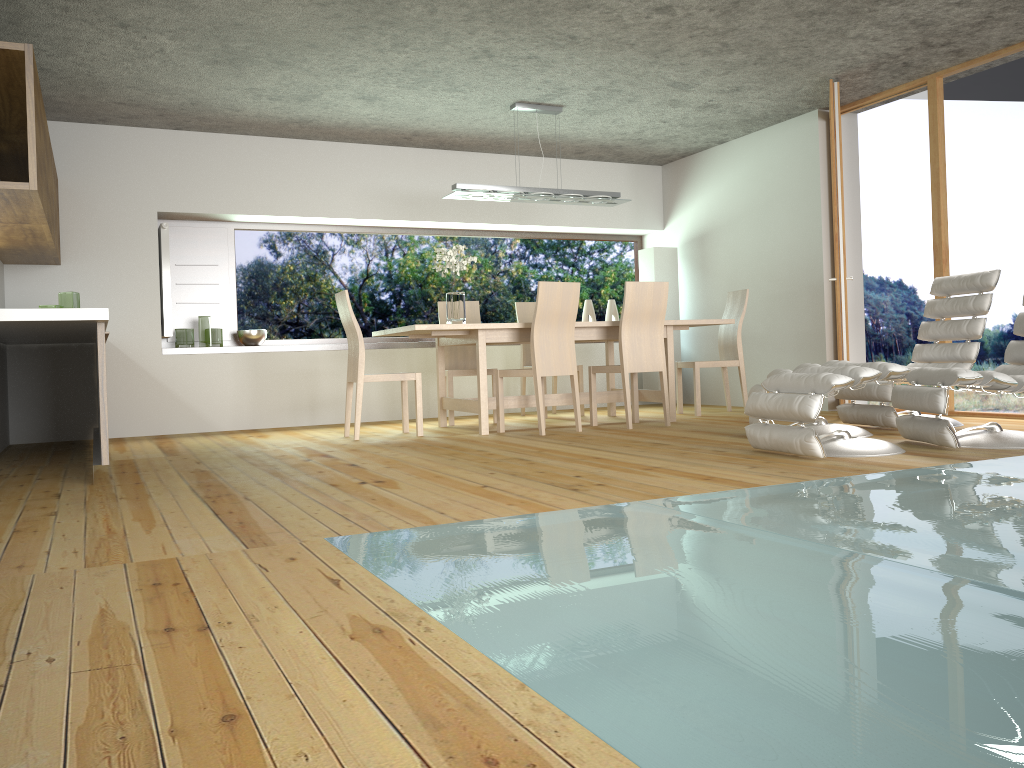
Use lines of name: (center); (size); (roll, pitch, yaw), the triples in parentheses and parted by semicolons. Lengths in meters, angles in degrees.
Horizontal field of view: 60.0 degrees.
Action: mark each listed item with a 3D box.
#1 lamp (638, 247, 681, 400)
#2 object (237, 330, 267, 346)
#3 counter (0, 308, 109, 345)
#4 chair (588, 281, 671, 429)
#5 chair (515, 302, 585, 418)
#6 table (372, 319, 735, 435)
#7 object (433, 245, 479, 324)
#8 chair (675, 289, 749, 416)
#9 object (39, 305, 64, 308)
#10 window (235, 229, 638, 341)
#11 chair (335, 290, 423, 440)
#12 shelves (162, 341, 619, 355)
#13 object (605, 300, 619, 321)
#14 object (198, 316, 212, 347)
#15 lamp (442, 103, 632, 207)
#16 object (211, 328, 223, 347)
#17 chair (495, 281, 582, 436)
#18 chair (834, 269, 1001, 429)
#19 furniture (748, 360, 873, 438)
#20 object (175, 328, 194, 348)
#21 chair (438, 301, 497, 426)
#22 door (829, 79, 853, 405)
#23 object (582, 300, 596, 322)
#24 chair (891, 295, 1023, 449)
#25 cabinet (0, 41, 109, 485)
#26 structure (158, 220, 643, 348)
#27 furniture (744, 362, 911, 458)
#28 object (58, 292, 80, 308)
lamp: (1.469, -0.588, 8.779); (0.280, 1.500, 0.280); (-2, 0, -25)
object: (-2.215, -0.388, 7.557); (0.247, 0.137, 0.247); (-2, 1, 10)
counter: (-2.781, -0.315, 5.274); (0.652, 0.054, 3.285); (-3, 2, -25)
chair: (0.849, -0.206, 6.371); (0.404, 1.017, 0.506); (-2, 0, -26)
chair: (0.315, -0.228, 7.783); (0.404, 1.017, 0.506); (-2, 0, -27)
table: (0.313, -0.069, 6.773); (2.501, 0.756, 1.200); (-3, 1, -22)
object: (-0.412, -0.719, 6.477); (0.304, 0.608, 0.302); (-2, 0, -22)
chair: (1.668, -0.262, 7.354); (0.506, 1.017, 0.404); (-2, 0, -12)
object: (-2.970, -0.428, 5.724); (0.111, 0.160, 0.112); (-2, 1, -1)
window: (-0.534, -0.955, 8.640); (4.188, 0.978, 0.012); (-3, 0, -25)
chair: (-0.940, -0.140, 6.226); (0.506, 1.017, 0.404); (-2, 0, -22)
shelves: (-0.680, -0.367, 8.300); (4.872, 0.054, 0.404); (-3, 2, -25)
object: (1.022, -0.666, 9.038); (0.153, 0.384, 0.153); (-2, 0, -29)
object: (-2.537, -0.430, 7.320); (0.099, 0.259, 0.099); (-2, 0, -21)
lamp: (0.200, -1.779, 6.834); (1.491, 0.719, 0.290); (-3, 0, -25)
object: (-2.513, -0.387, 7.475); (0.111, 0.160, 0.112); (-2, 1, -41)
chair: (0.190, -0.176, 6.125); (0.404, 1.017, 0.506); (-2, 0, -36)
chair: (2.595, -0.222, 5.687); (0.914, 0.969, 0.569); (-2, 0, -15)
furniture: (1.764, 0.084, 5.249); (0.686, 0.439, 0.570); (-2, 1, 10)
object: (-2.699, -0.376, 7.309); (0.111, 0.160, 0.112); (-2, 1, 14)
chair: (-0.377, -0.191, 7.301); (0.404, 1.017, 0.506); (-2, 0, -14)
door: (2.500, -0.990, 6.771); (0.163, 2.418, 0.935); (-2, 0, 20)
object: (0.775, -0.654, 8.921); (0.153, 0.384, 0.153); (-2, 0, -29)
chair: (2.464, -0.183, 4.500); (0.914, 0.969, 0.569); (-2, 0, 0)
cabinet: (-2.829, -0.545, 5.361); (0.656, 2.004, 3.091); (-2, 1, -25)
structure: (-0.709, -0.910, 8.320); (4.877, 1.154, 0.525); (-3, 1, -25)
furniture: (1.582, 0.115, 4.377); (0.686, 0.439, 0.569); (-2, 1, -19)
object: (-2.947, -0.482, 5.904); (0.099, 0.259, 0.099); (-2, 0, -1)
